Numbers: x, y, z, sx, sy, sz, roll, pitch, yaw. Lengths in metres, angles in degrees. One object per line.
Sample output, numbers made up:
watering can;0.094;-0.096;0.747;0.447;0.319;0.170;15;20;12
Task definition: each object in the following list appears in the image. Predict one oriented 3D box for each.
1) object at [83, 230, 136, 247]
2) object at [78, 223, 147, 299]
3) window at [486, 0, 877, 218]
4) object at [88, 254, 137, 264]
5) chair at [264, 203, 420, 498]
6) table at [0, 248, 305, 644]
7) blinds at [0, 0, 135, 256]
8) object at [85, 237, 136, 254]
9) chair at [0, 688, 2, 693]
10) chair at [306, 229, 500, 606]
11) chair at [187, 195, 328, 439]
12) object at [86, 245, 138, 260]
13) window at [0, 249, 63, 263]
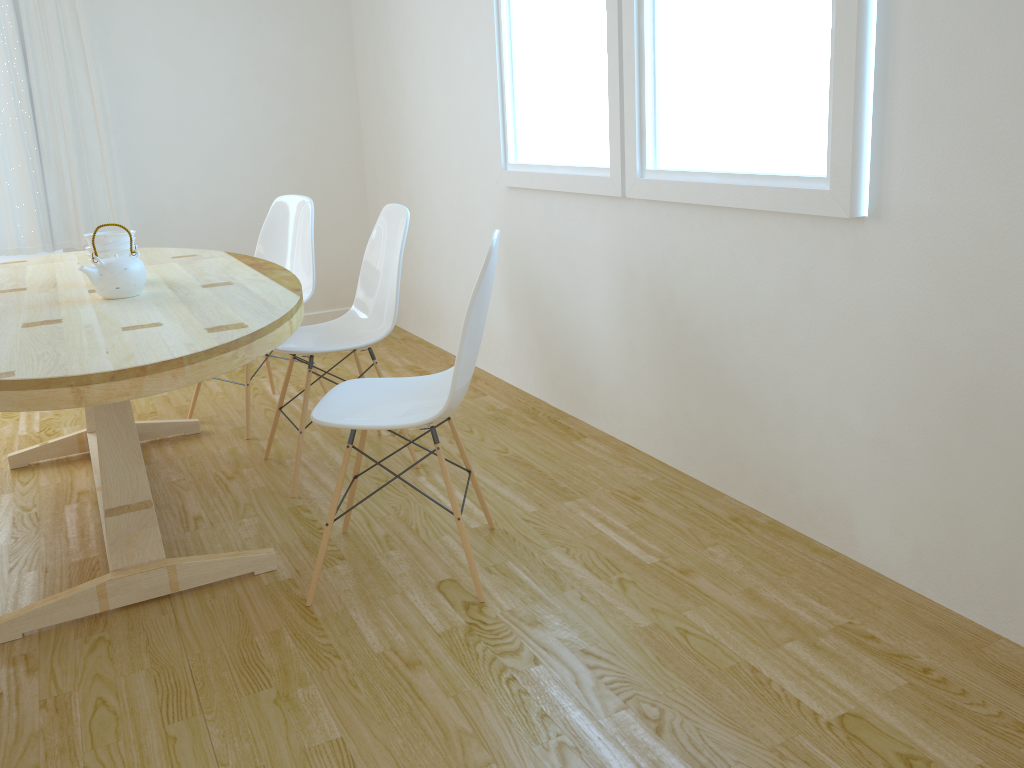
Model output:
object;-1.263;-0.437;2.791;0.152;0.086;0.154;-3;16;1
object;-1.147;-0.353;2.529;0.178;0.208;0.148;-11;16;-27
window;-0.708;-0.932;2.274;2.560;2.024;1.900;-11;17;-26
object;-1.254;-0.365;2.807;0.152;0.081;0.154;1;16;12
chair;-0.607;-0.153;3.081;0.525;0.888;0.434;-10;16;-26
table;-1.275;0.060;2.779;1.199;0.714;2.213;-11;18;-27
blinds;-2.441;-1.715;4.360;0.798;2.129;0.151;-10;15;-26
object;-1.263;-0.410;2.796;0.151;0.094;0.154;-6;16;-10
chair;-1.454;0.293;1.737;0.431;0.888;0.529;6;17;32
chair;-0.273;0.060;2.315;0.523;0.888;0.436;-2;14;3
chair;-1.063;-0.310;3.681;0.431;0.888;0.529;8;18;37
object;-1.259;-0.387;2.802;0.151;0.091;0.154;1;16;12
window;-3.686;-1.354;3.990;2.738;1.890;0.089;-11;16;-26
